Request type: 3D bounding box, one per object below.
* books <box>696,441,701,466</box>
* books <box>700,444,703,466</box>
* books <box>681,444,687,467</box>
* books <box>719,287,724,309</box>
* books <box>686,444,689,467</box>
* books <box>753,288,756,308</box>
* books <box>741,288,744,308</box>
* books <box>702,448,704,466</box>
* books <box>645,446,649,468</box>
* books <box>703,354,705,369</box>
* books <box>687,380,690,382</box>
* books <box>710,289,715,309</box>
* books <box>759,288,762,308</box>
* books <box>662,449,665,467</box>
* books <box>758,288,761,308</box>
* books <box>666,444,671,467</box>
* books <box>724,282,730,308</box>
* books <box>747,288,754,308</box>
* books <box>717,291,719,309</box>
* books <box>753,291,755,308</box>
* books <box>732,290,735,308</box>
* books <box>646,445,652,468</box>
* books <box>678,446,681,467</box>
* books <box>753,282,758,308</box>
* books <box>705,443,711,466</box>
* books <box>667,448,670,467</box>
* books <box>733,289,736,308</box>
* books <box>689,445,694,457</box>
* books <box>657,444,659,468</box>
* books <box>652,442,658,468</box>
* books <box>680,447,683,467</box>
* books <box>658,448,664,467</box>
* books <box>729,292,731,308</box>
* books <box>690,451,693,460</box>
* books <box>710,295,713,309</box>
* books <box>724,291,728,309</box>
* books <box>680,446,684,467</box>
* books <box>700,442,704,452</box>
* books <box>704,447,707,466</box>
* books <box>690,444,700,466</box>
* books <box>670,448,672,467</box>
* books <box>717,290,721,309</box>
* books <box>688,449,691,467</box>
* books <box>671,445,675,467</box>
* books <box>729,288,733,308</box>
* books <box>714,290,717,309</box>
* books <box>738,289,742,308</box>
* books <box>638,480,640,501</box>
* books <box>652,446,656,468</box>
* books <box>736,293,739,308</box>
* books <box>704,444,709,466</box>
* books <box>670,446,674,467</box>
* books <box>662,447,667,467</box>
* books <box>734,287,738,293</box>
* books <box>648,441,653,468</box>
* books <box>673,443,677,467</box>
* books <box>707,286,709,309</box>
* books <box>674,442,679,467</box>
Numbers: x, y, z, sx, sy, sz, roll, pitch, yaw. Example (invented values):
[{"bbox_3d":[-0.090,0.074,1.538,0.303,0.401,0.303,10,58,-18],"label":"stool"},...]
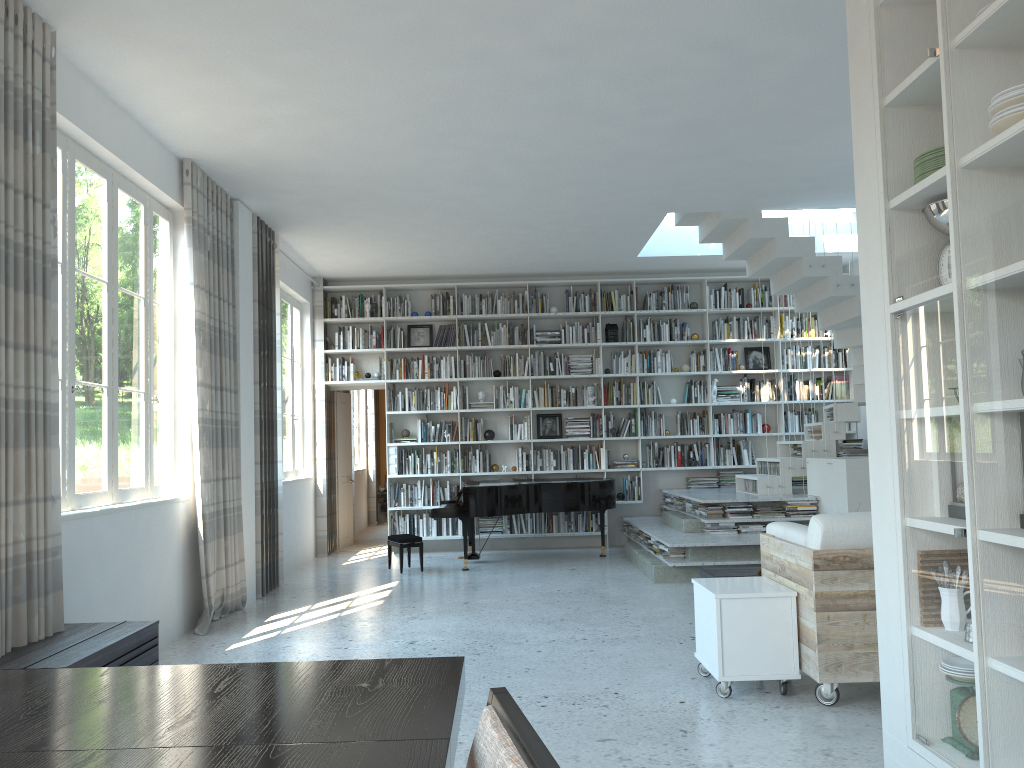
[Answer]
[{"bbox_3d":[2.203,0.825,10.481,0.013,0.293,0.134,-2,-3,-1],"label":"books"},{"bbox_3d":[2.220,0.839,10.482,0.021,0.264,0.150,-2,-4,-1],"label":"books"},{"bbox_3d":[2.032,0.845,10.470,0.026,0.262,0.173,-2,-4,-1],"label":"books"},{"bbox_3d":[2.498,-1.007,10.585,0.048,0.278,0.150,-2,-4,-1],"label":"books"},{"bbox_3d":[2.058,0.844,10.477,0.026,0.263,0.169,-2,-4,-1],"label":"books"},{"bbox_3d":[2.881,-1.004,10.588,0.016,0.251,0.189,-2,-4,-1],"label":"books"},{"bbox_3d":[2.735,-1.003,10.589,0.030,0.257,0.165,-2,-4,-1],"label":"books"},{"bbox_3d":[2.238,0.860,10.468,0.013,0.220,0.168,-2,-4,-1],"label":"books"},{"bbox_3d":[1.597,0.861,10.470,0.012,0.254,0.161,-2,-4,-1],"label":"books"},{"bbox_3d":[2.270,-0.240,10.548,0.013,0.220,0.155,-2,-4,-1],"label":"books"},{"bbox_3d":[2.107,0.098,10.534,0.016,0.290,0.135,-2,-4,-1],"label":"books"},{"bbox_3d":[2.384,-0.991,10.580,0.025,0.250,0.178,-2,-4,-1],"label":"books"},{"bbox_3d":[2.957,-1.008,10.603,0.017,0.256,0.146,-2,-4,-1],"label":"books"},{"bbox_3d":[1.785,0.874,10.469,0.011,0.217,0.175,-2,-4,-1],"label":"books"},{"bbox_3d":[2.934,-1.004,10.587,0.031,0.248,0.164,-2,-4,-1],"label":"books"},{"bbox_3d":[1.850,0.847,10.474,0.014,0.267,0.171,-2,-4,-1],"label":"books"},{"bbox_3d":[2.559,-1.037,10.579,0.014,0.332,0.180,-2,-4,-1],"label":"books"},{"bbox_3d":[2.847,-1.006,10.579,0.019,0.256,0.169,-2,-4,-1],"label":"books"},{"bbox_3d":[2.436,-0.982,10.583,0.024,0.231,0.168,-2,-4,-1],"label":"books"},{"bbox_3d":[2.861,-0.989,10.581,0.008,0.220,0.182,-2,-4,-1],"label":"books"},{"bbox_3d":[2.622,-0.990,10.581,0.022,0.236,0.172,-2,-4,-1],"label":"books"},{"bbox_3d":[1.615,0.855,10.451,0.023,0.262,0.186,-2,-4,-1],"label":"books"},{"bbox_3d":[1.959,0.856,10.464,0.031,0.244,0.185,-2,-4,-1],"label":"books"},{"bbox_3d":[2.908,-1.040,10.590,0.007,0.320,0.165,-2,-4,-1],"label":"books"},{"bbox_3d":[2.319,0.832,10.472,0.025,0.272,0.171,-2,-4,-1],"label":"books"},{"bbox_3d":[1.831,0.868,10.476,0.024,0.228,0.160,-2,-4,-1],"label":"books"},{"bbox_3d":[2.643,-0.999,10.591,0.021,0.254,0.151,-2,-4,-1],"label":"books"},{"bbox_3d":[2.123,0.849,10.475,0.012,0.249,0.164,-2,-4,-1],"label":"books"},{"bbox_3d":[1.708,0.846,10.463,0.010,0.277,0.174,-2,-4,-1],"label":"books"},{"bbox_3d":[1.688,0.837,10.454,0.030,0.294,0.188,-2,-4,-1],"label":"books"},{"bbox_3d":[1.986,0.859,10.478,0.025,0.237,0.156,-2,-4,-1],"label":"books"},{"bbox_3d":[1.747,0.868,10.468,0.065,0.231,0.162,-2,-4,-1],"label":"books"},{"bbox_3d":[2.582,-0.980,10.599,0.030,0.220,0.133,-2,-4,-1],"label":"books"},{"bbox_3d":[2.106,0.883,10.471,0.025,0.181,0.169,-2,-4,-1],"label":"books"},{"bbox_3d":[2.362,-0.957,10.566,0.022,0.182,0.190,-2,-4,-1],"label":"books"},{"bbox_3d":[2.538,-0.985,10.586,0.030,0.231,0.148,-2,-4,-1],"label":"books"},{"bbox_3d":[2.009,0.856,10.485,0.021,0.242,0.131,-2,-4,-1],"label":"books"},{"bbox_3d":[2.249,0.831,10.496,0.012,0.282,0.143,-2,-4,-1],"label":"books"},{"bbox_3d":[2.269,0.855,10.464,0.025,0.228,0.176,-2,-4,-1],"label":"books"},{"bbox_3d":[2.162,0.839,10.471,0.070,0.266,0.186,-2,-4,-1],"label":"books"},{"bbox_3d":[1.863,0.870,10.479,0.012,0.221,0.153,-2,-4,-1],"label":"books"},{"bbox_3d":[2.461,-0.991,10.601,0.027,0.249,0.140,-2,-4,-1],"label":"books"},{"bbox_3d":[2.082,0.870,10.478,0.022,0.211,0.135,-2,-4,-1],"label":"books"},{"bbox_3d":[1.902,0.851,10.496,0.016,0.260,0.098,-2,-3,-1],"label":"books"},{"bbox_3d":[2.604,-1.003,10.581,0.014,0.262,0.168,-2,-4,-1],"label":"books"},{"bbox_3d":[2.410,-0.988,10.575,0.026,0.241,0.184,-2,-4,-1],"label":"books"},{"bbox_3d":[2.713,-1.000,10.601,0.012,0.254,0.161,-2,-4,-1],"label":"books"},{"bbox_3d":[1.476,1.240,10.353,0.013,0.233,0.149,-2,-4,-1],"label":"books"},{"bbox_3d":[1.662,0.857,10.453,0.023,0.256,0.178,-2,-4,-1],"label":"books"},{"bbox_3d":[2.667,-0.975,10.576,0.024,0.202,0.190,-2,-4,-1],"label":"books"},{"bbox_3d":[2.294,0.840,10.471,0.026,0.258,0.157,-2,-4,-1],"label":"books"},{"bbox_3d":[1.882,0.853,10.464,0.025,0.252,0.181,-2,-4,-1],"label":"books"},{"bbox_3d":[1.805,0.865,10.480,0.029,0.234,0.142,-2,-4,-1],"label":"books"},{"bbox_3d":[2.683,-1.012,10.605,0.012,0.279,0.153,-2,-4,-1],"label":"books"},{"bbox_3d":[1.630,0.827,10.454,0.010,0.316,0.187,-2,-4,-1],"label":"books"},{"bbox_3d":[1.924,0.837,10.484,0.012,0.285,0.159,-2,-4,-1],"label":"books"},{"bbox_3d":[2.321,-1.010,10.588,0.028,0.294,0.150,-2,-4,-1],"label":"books"},{"bbox_3d":[1.937,0.831,10.462,0.012,0.293,0.175,-2,-4,-1],"label":"books"}]
